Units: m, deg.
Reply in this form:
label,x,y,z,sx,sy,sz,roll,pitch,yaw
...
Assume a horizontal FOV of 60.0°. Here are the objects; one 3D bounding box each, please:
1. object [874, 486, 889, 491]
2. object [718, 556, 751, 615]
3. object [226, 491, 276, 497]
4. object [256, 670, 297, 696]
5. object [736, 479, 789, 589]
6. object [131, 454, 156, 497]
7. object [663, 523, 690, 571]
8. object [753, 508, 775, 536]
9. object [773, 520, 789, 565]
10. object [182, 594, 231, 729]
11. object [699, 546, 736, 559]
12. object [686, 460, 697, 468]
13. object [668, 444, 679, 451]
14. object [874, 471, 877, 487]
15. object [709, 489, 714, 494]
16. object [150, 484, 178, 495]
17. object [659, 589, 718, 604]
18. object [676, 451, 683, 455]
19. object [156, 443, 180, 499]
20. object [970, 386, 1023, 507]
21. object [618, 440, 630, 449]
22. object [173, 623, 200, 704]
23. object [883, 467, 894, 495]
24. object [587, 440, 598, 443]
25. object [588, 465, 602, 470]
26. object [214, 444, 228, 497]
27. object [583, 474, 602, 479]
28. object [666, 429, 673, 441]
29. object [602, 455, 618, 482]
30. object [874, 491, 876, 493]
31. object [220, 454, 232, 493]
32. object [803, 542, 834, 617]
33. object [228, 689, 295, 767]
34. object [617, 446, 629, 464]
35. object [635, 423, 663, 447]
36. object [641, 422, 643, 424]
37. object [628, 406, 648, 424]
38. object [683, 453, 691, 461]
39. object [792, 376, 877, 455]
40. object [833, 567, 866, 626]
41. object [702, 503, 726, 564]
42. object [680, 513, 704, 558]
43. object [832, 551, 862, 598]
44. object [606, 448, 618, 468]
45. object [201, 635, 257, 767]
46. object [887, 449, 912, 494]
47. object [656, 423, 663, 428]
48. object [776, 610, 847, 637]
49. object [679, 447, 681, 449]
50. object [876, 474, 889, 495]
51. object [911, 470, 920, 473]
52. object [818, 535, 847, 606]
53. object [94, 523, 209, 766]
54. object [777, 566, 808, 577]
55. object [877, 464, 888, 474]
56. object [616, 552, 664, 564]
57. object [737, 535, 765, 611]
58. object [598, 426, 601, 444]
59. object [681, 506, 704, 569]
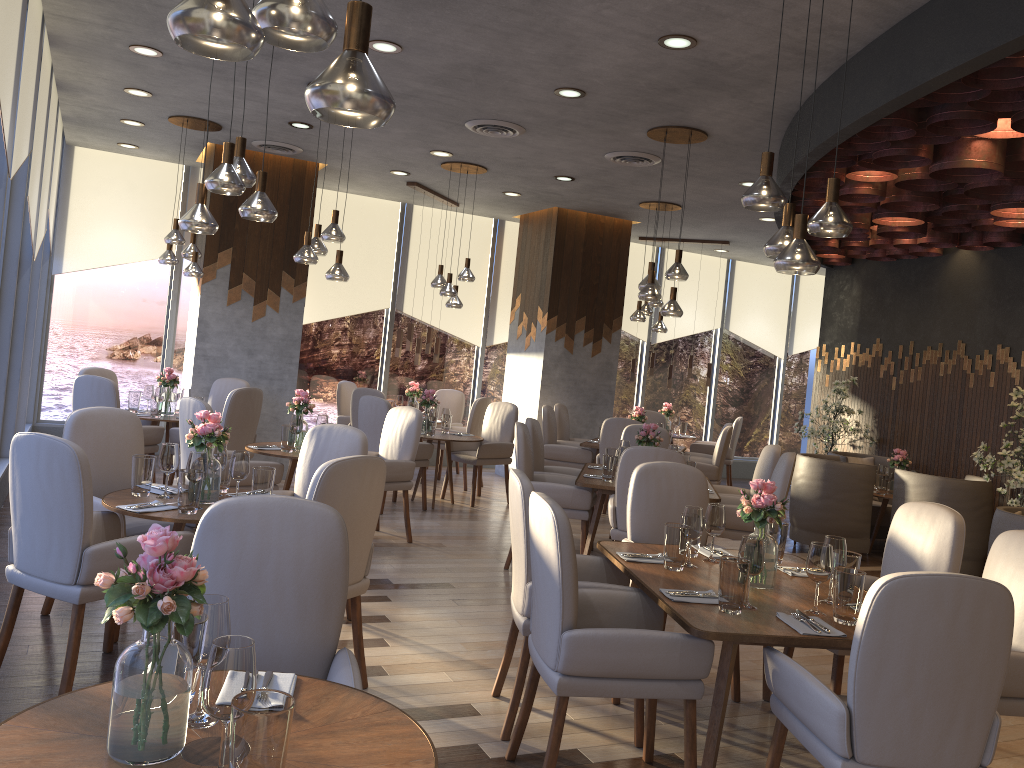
label,x,y,z,sx,sy,sz,roll,pitch,yaw
object,3.491,0.985,8.345,0.157,0.019,0.255,6,2,-6
object,0.745,0.681,2.993,0.102,0.178,0.102,6,0,-3
object,-1.252,0.528,4.243,0.158,0.019,0.254,7,2,33
object,-0.554,0.666,1.919,0.157,0.019,0.255,5,2,-9
object,0.964,0.574,3.447,0.210,0.416,0.198,6,0,-13
object,-1.667,0.414,3.998,0.102,0.178,0.102,6,0,-31
object,0.656,0.656,3.559,0.102,0.178,0.102,6,0,-3
object,1.079,0.658,3.814,0.092,0.244,0.092,6,0,-5
object,1.153,0.696,3.891,0.102,0.178,0.102,6,0,38
object,-0.614,0.551,1.770,0.092,0.244,0.092,6,0,-34
object,0.914,0.751,3.939,0.157,0.019,0.255,5,2,-12
object,1.247,0.636,6.273,0.102,0.178,0.102,6,0,25
object,1.228,0.586,6.792,0.092,0.244,0.092,6,0,-39
object,3.347,0.892,8.279,0.102,0.178,0.102,6,0,0
object,1.263,0.723,6.108,0.255,0.019,0.157,6,2,9
object,-1.630,0.493,4.158,0.255,0.019,0.157,7,2,33
object,0.663,0.748,3.142,0.255,0.019,0.157,5,2,-9
object,1.154,0.595,6.223,0.092,0.244,0.092,6,0,-33
object,-1.555,0.392,4.005,0.092,0.244,0.092,6,0,30
object,3.801,0.830,6.527,0.788,1.616,0.746,6,0,1
object,0.847,0.550,6.725,0.092,0.244,0.092,6,0,27
object,-0.695,0.573,1.846,0.102,0.178,0.102,6,0,-13
object,3.390,0.872,7.988,0.092,0.244,0.092,6,0,38
object,0.911,0.600,9.142,0.255,0.019,0.157,6,2,17
object,0.713,0.647,6.835,0.255,0.019,0.157,6,2,8
object,-1.394,0.403,4.180,0.092,0.244,0.092,6,0,-31
object,0.633,0.655,6.268,0.255,0.019,0.157,6,2,8
object,1.683,0.583,9.597,0.102,0.178,0.102,6,0,44
object,0.669,0.583,6.104,0.102,0.178,0.102,6,0,24
object,3.236,0.967,8.072,0.255,0.019,0.157,6,2,-4
object,-1.404,0.432,4.289,0.102,0.178,0.102,6,0,-21
object,1.065,0.677,3.081,0.092,0.244,0.092,6,0,-4
object,-0.420,0.612,1.465,0.102,0.178,0.102,5,0,-44
object,0.768,0.559,6.157,0.092,0.244,0.092,6,0,-12
object,0.986,0.489,6.471,0.210,0.416,0.197,6,0,22
object,1.376,0.519,9.635,0.092,0.244,0.092,6,0,-5
object,1.322,0.441,9.301,0.210,0.416,0.197,6,0,42
object,1.321,0.627,6.842,0.102,0.178,0.102,6,0,-25
object,3.333,0.703,9.317,0.745,1.616,0.789,6,0,-19
object,1.137,0.720,3.002,0.102,0.178,0.102,6,0,-31
object,0.862,0.637,3.786,0.092,0.244,0.092,6,0,-9
object,0.777,0.659,3.858,0.102,0.178,0.102,6,0,-6
object,1.248,0.721,3.325,0.102,0.178,0.102,6,0,8
object,0.749,0.575,6.671,0.102,0.178,0.102,6,0,24
object,-0.496,0.569,1.540,0.092,0.244,0.092,6,0,10
object,3.531,0.797,8.086,0.210,0.416,0.197,6,0,42
object,1.583,0.541,9.562,0.092,0.244,0.092,6,0,-30
object,0.978,0.786,2.933,0.157,0.019,0.255,6,2,-7
object,1.672,0.667,9.430,0.255,0.019,0.157,6,2,18
object,3.304,0.898,7.917,0.102,0.178,0.102,6,0,22
object,3.610,0.895,7.948,0.092,0.244,0.092,6,0,15
object,1.174,0.683,3.248,0.092,0.244,0.092,6,0,34
object,-0.660,0.465,1.620,0.198,0.416,0.210,6,0,-3
object,1.216,0.786,3.740,0.255,0.019,0.157,5,2,-8
object,3.424,0.869,8.199,0.092,0.244,0.092,6,0,42
object,0.574,0.723,3.708,0.255,0.019,0.157,5,2,-9
object,0.824,0.653,3.072,0.092,0.244,0.092,6,0,-35
object,0.920,0.525,8.976,0.102,0.178,0.102,6,0,23
object,0.735,0.628,3.638,0.092,0.244,0.092,6,0,10
